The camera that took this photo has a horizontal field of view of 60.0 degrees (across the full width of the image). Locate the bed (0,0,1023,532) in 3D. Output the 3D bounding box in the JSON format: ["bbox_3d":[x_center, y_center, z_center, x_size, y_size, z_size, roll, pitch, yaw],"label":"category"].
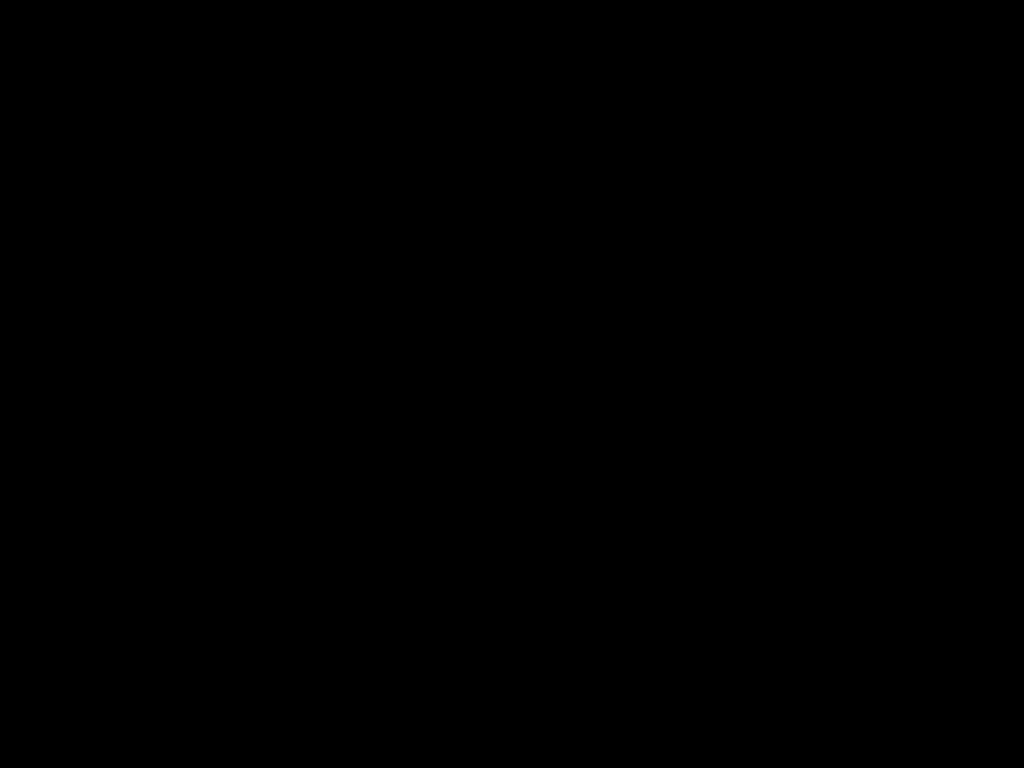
[{"bbox_3d":[0.030,-0.310,0.884,3.009,0.994,2.087,-4,-4,4],"label":"bed"}]
